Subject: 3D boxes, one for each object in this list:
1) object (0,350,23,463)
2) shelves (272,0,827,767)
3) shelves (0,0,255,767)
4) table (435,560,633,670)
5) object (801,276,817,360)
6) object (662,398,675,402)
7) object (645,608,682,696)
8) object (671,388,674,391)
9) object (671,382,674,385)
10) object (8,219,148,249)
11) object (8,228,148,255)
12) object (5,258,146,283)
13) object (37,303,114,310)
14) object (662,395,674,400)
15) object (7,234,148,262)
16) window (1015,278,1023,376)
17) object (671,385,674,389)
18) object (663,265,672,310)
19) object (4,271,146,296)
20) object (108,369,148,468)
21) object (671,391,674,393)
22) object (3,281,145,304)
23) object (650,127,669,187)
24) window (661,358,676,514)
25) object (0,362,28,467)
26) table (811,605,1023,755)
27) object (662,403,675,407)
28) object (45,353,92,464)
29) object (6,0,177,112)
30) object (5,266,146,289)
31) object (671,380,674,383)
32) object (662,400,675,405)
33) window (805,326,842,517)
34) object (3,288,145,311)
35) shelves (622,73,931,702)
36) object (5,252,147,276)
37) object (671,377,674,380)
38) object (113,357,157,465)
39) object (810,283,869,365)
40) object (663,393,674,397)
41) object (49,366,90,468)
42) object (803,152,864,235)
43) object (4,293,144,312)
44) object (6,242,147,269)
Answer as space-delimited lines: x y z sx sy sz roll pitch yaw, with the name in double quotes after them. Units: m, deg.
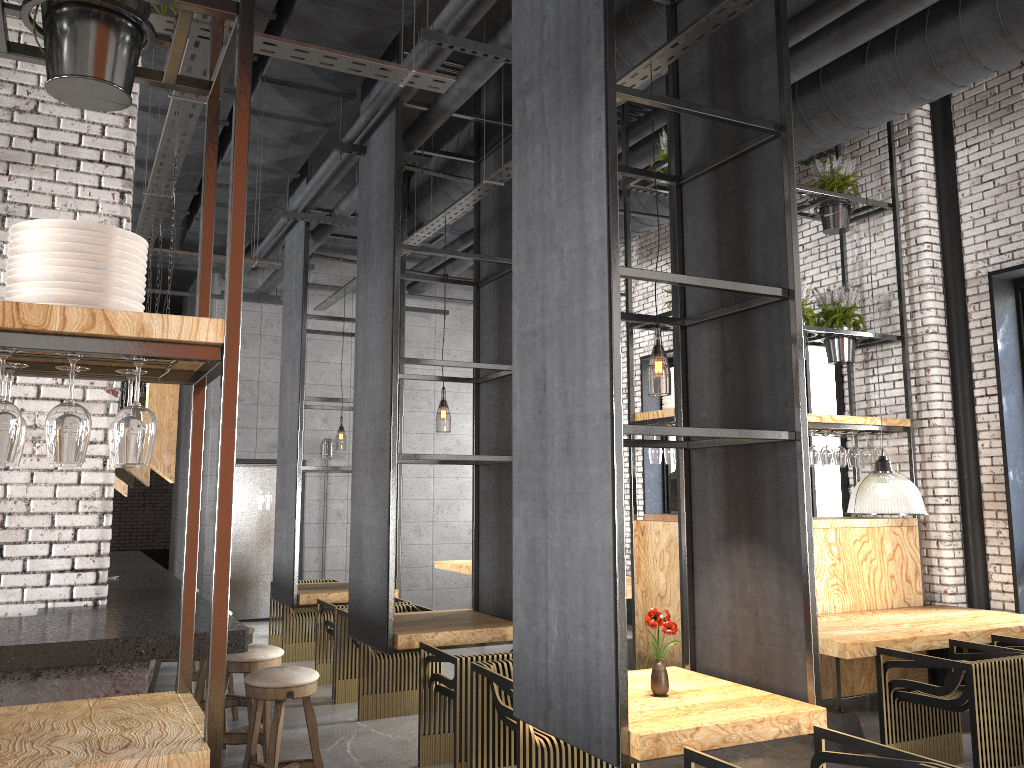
-1.196 0.049 2.068 0.101 0.268 0.100 -4 -9 27 "object"
-0.518 -0.417 6.378 1.002 4.379 6.133 4 -9 -26 "shelves"
-2.432 -0.694 1.704 3.657 5.033 0.688 4 -9 -26 "shelves"
0.351 2.509 10.027 0.999 0.765 4.126 4 -8 -26 "table"
2.239 -0.469 7.153 0.416 0.560 0.466 -3 -8 20 "object"
1.274 0.131 6.529 0.334 0.040 0.334 -4 -8 27 "object"
0.653 1.157 3.845 0.156 0.356 0.170 -3 -9 21 "object"
1.274 0.057 6.540 0.334 0.043 0.334 7 -10 -43 "object"
1.274 0.019 6.547 0.334 0.044 0.334 -5 -9 34 "object"
-1.148 -0.370 2.358 0.334 0.039 0.334 -6 -9 37 "object"
-1.148 -0.351 2.354 0.334 0.039 0.334 -6 -9 38 "object"
-1.148 -0.274 2.343 0.334 0.039 0.334 2 -8 -19 "object"
-1.147 -0.161 2.327 0.334 0.033 0.334 2 -8 -18 "object"
1.274 0.112 6.533 0.334 0.039 0.334 -4 -8 30 "object"
-1.149 -0.332 2.352 0.334 0.044 0.334 -5 -9 34 "object"
4.151 0.449 6.570 0.364 2.707 0.747 4 -9 -26 "window"
1.274 0.038 6.544 0.334 0.041 0.334 -5 -9 33 "object"
1.380 -0.528 6.678 0.467 0.560 0.415 -4 -9 28 "object"
-1.148 -0.239 2.339 0.334 0.039 0.334 -4 -8 30 "object"
-1.060 0.097 2.452 0.101 0.268 0.100 -4 -9 27 "object"
1.274 0.077 6.538 0.334 0.039 0.334 2 -8 -19 "object"
-1.148 -0.220 2.335 0.334 0.040 0.334 -4 -8 27 "object"
1.350 -1.634 6.874 0.416 0.560 0.466 -6 -10 37 "object"
2.014 0.989 10.801 0.364 2.707 0.747 4 -9 -26 "window"
-1.324 0.081 2.322 0.101 0.268 0.100 -4 -9 27 "object"
2.651 1.990 5.969 2.115 0.765 0.998 4 -8 -26 "table"
1.274 0.169 6.525 0.334 0.046 0.334 -7 -10 44 "object"
-1.064 0.057 2.134 0.101 0.268 0.100 -4 -9 27 "object"
-1.142 -1.060 2.440 0.467 0.560 0.415 5 -9 -32 "object"
-1.148 -0.258 2.340 0.335 0.041 0.334 0 -7 -4 "object"
1.274 0.000 6.549 0.334 0.039 0.334 -6 -9 38 "object"
1.275 0.150 6.527 0.334 0.037 0.334 -4 -8 29 "object"
3.087 0.718 8.676 0.364 2.707 0.747 4 -9 -26 "window"
-1.147 -0.200 2.332 0.334 0.037 0.334 -4 -8 29 "object"
2.034 -0.034 6.959 2.331 5.033 0.688 4 -9 -26 "shelves"
-1.148 -0.293 2.346 0.334 0.043 0.334 7 -10 -43 "object"
1.274 -0.020 6.553 0.334 0.039 0.334 -6 -9 37 "object"
-0.932 0.065 2.199 0.101 0.268 0.100 -4 -9 27 "object"
2.707 -0.446 7.337 0.416 0.560 0.466 1 -8 -7 "object"
1.275 0.092 6.535 0.335 0.041 0.334 0 -7 -4 "object"
-1.192 0.089 2.387 0.101 0.268 0.100 -4 -9 27 "object"
2.726 -1.558 7.487 0.416 0.560 0.466 2 -8 -16 "object"
-1.148 -0.181 2.331 0.334 0.046 0.334 -7 -10 44 "object"
-1.148 -0.312 2.349 0.334 0.041 0.334 -5 -9 33 "object"
